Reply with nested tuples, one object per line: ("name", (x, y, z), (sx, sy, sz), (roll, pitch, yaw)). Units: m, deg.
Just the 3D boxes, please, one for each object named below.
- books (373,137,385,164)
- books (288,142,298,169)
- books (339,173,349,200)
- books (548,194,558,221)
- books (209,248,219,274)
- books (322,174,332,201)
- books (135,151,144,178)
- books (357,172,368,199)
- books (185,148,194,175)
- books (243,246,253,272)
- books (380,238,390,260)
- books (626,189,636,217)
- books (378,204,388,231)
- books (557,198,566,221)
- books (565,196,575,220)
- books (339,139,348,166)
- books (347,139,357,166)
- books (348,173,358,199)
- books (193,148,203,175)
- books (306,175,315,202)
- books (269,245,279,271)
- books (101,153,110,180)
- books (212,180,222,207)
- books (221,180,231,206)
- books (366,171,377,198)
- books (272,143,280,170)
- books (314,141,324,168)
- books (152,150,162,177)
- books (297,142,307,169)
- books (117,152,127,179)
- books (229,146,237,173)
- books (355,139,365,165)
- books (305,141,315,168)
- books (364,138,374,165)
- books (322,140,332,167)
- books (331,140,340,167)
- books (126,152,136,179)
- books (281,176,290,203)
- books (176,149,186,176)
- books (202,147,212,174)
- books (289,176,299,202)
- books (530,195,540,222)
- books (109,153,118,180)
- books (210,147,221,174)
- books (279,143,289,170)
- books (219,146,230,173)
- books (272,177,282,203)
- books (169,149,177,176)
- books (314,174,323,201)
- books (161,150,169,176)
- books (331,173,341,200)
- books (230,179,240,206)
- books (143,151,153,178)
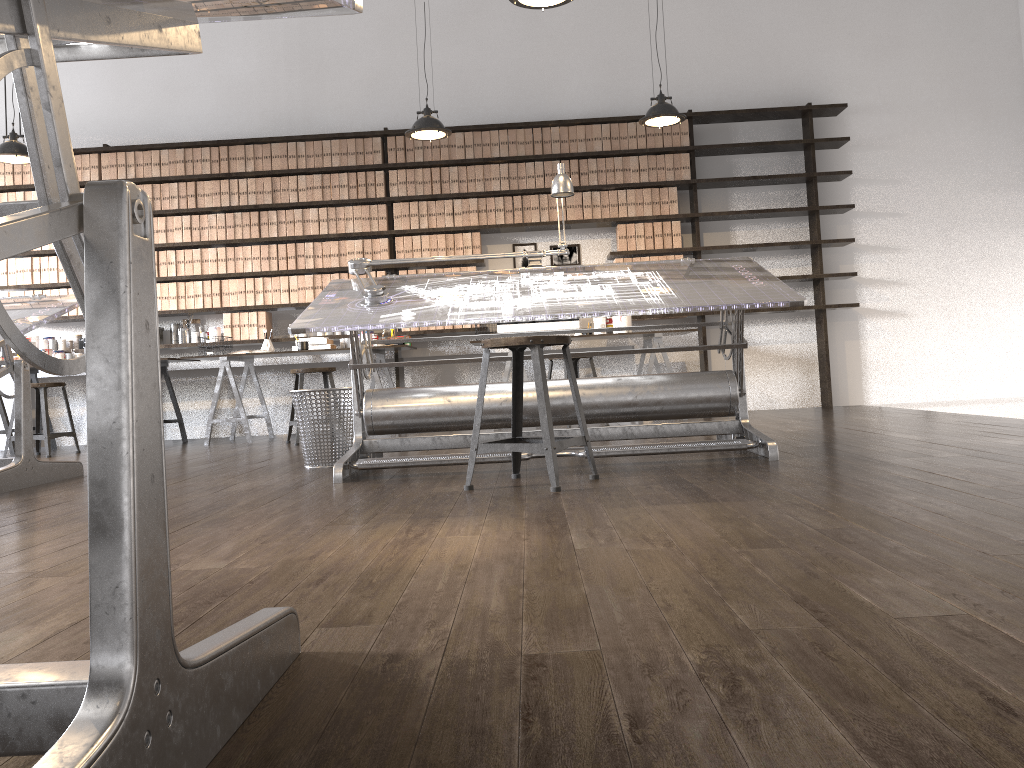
("books", (-1.093, -1.895, 7.285), (0.067, 0.226, 0.174), (-3, -1, 1))
("books", (-1.786, -1.858, 7.294), (0.067, 0.226, 0.174), (-3, -1, 1))
("books", (-1.363, -1.603, 7.277), (0.067, 0.226, 0.174), (-3, -1, 1))
("books", (0.332, -1.424, 7.242), (0.067, 0.226, 0.174), (-3, -1, 1))
("books", (-2.424, -0.992, 7.273), (0.067, 0.226, 0.174), (-3, -1, 1))
("books", (-1.505, -1.595, 7.284), (0.067, 0.226, 0.174), (-3, -1, 1))
("books", (-3.043, -1.791, 7.323), (0.067, 0.226, 0.174), (-3, -1, 1))
("books", (-1.218, -1.611, 7.274), (0.067, 0.226, 0.174), (-3, -1, 1))
("books", (-2.634, -1.813, 7.315), (0.067, 0.226, 0.174), (-3, -1, 1))
("books", (-2.142, -1.007, 7.268), (0.067, 0.226, 0.174), (-3, -1, 1))
("books", (-1.029, -1.067, 7.246), (0.067, 0.226, 0.174), (-3, -1, 1))
("books", (0.966, -1.458, 7.227), (0.067, 0.226, 0.174), (-3, -1, 1))
("books", (-1.046, -1.344, 7.263), (0.067, 0.226, 0.174), (-3, -1, 1))
("books", (0.402, -1.428, 7.239), (0.067, 0.226, 0.174), (-3, -1, 1))
("books", (0.476, -1.432, 7.236), (0.067, 0.226, 0.174), (-3, -1, 1))
("books", (-1.369, -1.881, 7.292), (0.067, 0.226, 0.174), (-3, -1, 1))
("books", (-1.302, -1.884, 7.286), (0.067, 0.226, 0.174), (-3, -1, 1))
("books", (-1.292, -1.607, 7.281), (0.067, 0.226, 0.174), (-3, -1, 1))
("books", (-2.563, -1.817, 7.314), (0.067, 0.226, 0.174), (-3, -1, 1))
("books", (-1.639, -1.588, 7.285), (0.067, 0.226, 0.174), (-3, -1, 1))
("books", (-1.934, -1.019, 7.265), (0.067, 0.226, 0.174), (-3, -1, 1))
("books", (-3.321, -1.776, 7.325), (0.067, 0.226, 0.174), (-3, -1, 1))
("books", (-2.404, -1.547, 7.293), (0.067, 0.226, 0.174), (-3, -1, 1))
("books", (-2.332, -1.551, 7.292), (0.067, 0.226, 0.174), (-3, -1, 1))
("books", (-1.143, -1.615, 7.278), (0.067, 0.226, 0.174), (-3, -1, 1))
("books", (-1.921, -1.851, 7.301), (0.067, 0.226, 0.174), (-3, -1, 1))
("books", (-1.574, -1.870, 7.296), (0.067, 0.226, 0.174), (-3, -1, 1))
("books", (-2.903, -1.798, 7.315), (0.067, 0.226, 0.174), (-3, -1, 1))
("books", (-1.713, -1.862, 7.296), (0.067, 0.226, 0.174), (-3, -1, 1))
("books", (-3.185, -1.783, 7.318), (0.067, 0.226, 0.174), (-3, -1, 1))
("books", (-2.273, -1.832, 7.309), (0.067, 0.226, 0.174), (-3, -1, 1))
("books", (-1.235, -1.888, 7.291), (0.067, 0.226, 0.174), (-3, -1, 1))
("books", (-1.644, -1.866, 7.299), (0.067, 0.226, 0.174), (-3, -1, 1))
("books", (-1.164, -1.892, 7.290), (0.067, 0.226, 0.174), (-3, -1, 1))
("books", (-1.504, -1.873, 7.291), (0.067, 0.226, 0.174), (-3, -1, 1))
("books", (-1.432, -1.877, 7.292), (0.067, 0.226, 0.174), (-3, -1, 1))
("books", (-3.113, -1.787, 7.320), (0.067, 0.226, 0.174), (-3, -1, 1))
("books", (-1.844, -1.577, 7.289), (0.067, 0.226, 0.174), (-3, -1, 1))
("books", (-2.702, -1.809, 7.310), (0.067, 0.226, 0.174), (-3, -1, 1))
("books", (-2.493, -1.820, 7.308), (0.067, 0.226, 0.174), (-3, -1, 1))
("books", (-1.774, -1.581, 7.283), (0.067, 0.226, 0.174), (-3, -1, 1))
("books", (0.190, -1.417, 7.237), (0.067, 0.226, 0.174), (-3, -1, 1))
("books", (-3.258, -1.779, 7.319), (0.067, 0.226, 0.174), (-3, -1, 1))
("books", (-2.422, -1.824, 7.312), (0.067, 0.226, 0.174), (-3, -1, 1))
("books", (-1.858, -1.854, 7.295), (0.067, 0.226, 0.174), (-3, -1, 1))
("books", (-2.347, -1.828, 7.305), (0.067, 0.226, 0.174), (-3, -1, 1))
("books", (-1.914, -1.573, 7.292), (0.067, 0.226, 0.174), (-3, -1, 1))
("books", (-2.768, -1.806, 7.316), (0.067, 0.226, 0.174), (-3, -1, 1))
("books", (-1.572, -1.592, 7.279), (0.067, 0.226, 0.174), (-3, -1, 1))
("books", (-2.831, -1.802, 7.315), (0.067, 0.226, 0.174), (-3, -1, 1))
("books", (-1.434, -1.599, 7.282), (0.067, 0.226, 0.174), (-3, -1, 1))
("books", (-2.260, -1.555, 7.294), (0.067, 0.226, 0.174), (-3, -1, 1))
("books", (-2.974, -1.795, 7.320), (0.067, 0.226, 0.174), (-3, -1, 1))
